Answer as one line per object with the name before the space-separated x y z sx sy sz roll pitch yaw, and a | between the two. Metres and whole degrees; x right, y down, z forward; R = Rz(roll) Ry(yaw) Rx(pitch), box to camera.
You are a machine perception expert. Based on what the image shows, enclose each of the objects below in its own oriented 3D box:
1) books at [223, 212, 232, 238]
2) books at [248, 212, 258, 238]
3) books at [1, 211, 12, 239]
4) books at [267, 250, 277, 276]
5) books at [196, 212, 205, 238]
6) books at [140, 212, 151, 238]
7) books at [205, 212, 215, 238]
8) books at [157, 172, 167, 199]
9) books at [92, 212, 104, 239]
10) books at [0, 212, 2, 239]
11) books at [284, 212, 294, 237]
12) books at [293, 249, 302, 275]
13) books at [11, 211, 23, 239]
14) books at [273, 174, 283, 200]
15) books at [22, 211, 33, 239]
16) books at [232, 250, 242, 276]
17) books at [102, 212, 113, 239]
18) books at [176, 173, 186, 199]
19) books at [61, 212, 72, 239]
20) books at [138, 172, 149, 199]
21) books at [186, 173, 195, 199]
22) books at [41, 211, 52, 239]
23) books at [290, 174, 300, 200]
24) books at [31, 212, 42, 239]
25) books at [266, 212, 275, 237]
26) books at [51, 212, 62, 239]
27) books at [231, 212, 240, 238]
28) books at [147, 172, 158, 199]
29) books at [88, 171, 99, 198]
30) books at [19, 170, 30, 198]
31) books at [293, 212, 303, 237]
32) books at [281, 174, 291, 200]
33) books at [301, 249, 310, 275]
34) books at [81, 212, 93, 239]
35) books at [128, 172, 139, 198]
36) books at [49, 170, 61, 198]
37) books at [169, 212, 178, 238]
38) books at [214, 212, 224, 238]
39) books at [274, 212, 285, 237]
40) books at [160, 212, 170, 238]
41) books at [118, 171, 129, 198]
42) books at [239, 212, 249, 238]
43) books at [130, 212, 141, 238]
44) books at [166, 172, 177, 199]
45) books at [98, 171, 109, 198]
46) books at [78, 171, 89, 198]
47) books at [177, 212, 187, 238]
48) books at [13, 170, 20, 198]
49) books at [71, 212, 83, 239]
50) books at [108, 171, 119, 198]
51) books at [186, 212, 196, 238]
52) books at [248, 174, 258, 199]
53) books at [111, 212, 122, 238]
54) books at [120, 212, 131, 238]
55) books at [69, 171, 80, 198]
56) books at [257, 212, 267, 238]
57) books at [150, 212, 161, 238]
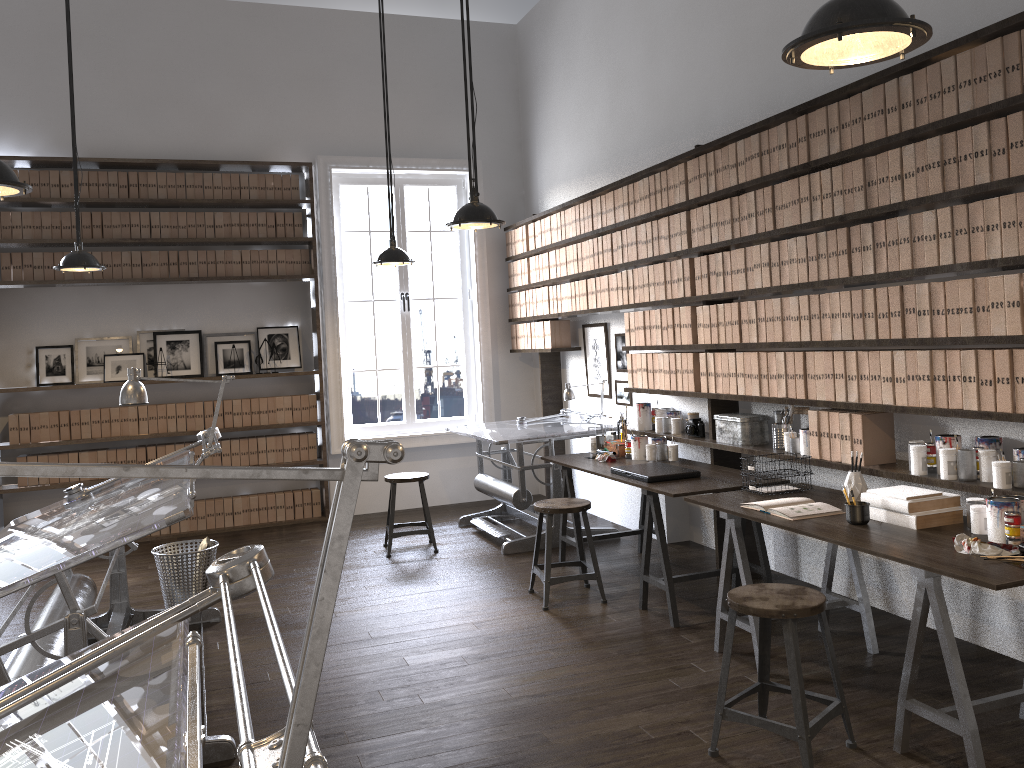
books | -2.361 -1.298 7.333 0.067 0.225 0.174 -3 1 -20
books | -2.169 -1.311 7.404 0.067 0.225 0.174 -3 1 -20
books | -3.861 -1.197 6.788 0.067 0.225 0.174 -3 1 -20
books | -2.022 -1.009 7.447 0.067 0.225 0.174 -3 1 -20
books | -2.554 -1.285 7.263 0.067 0.225 0.174 -3 1 -20
books | -2.944 -1.259 7.119 0.067 0.225 0.174 -3 1 -20
books | -2.487 -1.290 7.283 0.067 0.226 0.174 -3 1 -20
books | -2.829 -1.586 7.169 0.067 0.225 0.174 -3 1 -20
books | -3.270 -1.237 6.999 0.067 0.226 0.174 -3 1 -20
books | -3.927 -1.193 6.766 0.067 0.225 0.174 -3 1 -20
books | -1.896 -1.330 7.504 0.067 0.225 0.174 -3 1 -20
books | -1.833 -1.022 7.517 0.067 0.225 0.174 -3 1 -20
books | -3.794 -1.202 6.809 0.067 0.226 0.174 -3 1 -20
books | -1.984 -1.643 7.479 0.067 0.225 0.174 -3 1 -20
books | -3.726 -1.206 6.835 0.067 0.225 0.174 -3 1 -20
books | -2.287 -0.991 7.351 0.067 0.225 0.174 -3 1 -20
books | -3.202 -1.242 7.029 0.067 0.225 0.174 -3 1 -20
books | -2.699 -1.595 7.218 0.067 0.225 0.174 -3 1 -20
books | -3.475 -1.223 6.929 0.067 0.225 0.174 -3 1 -20
books | -2.960 -1.577 7.125 0.067 0.225 0.174 -3 1 -20
books | -2.629 -1.600 7.242 0.067 0.225 0.174 -3 1 -20
books | -3.603 -1.214 6.877 0.067 0.226 0.174 -3 1 -20
books | -1.849 -1.652 7.523 0.067 0.225 0.174 -3 1 -20
books | -3.668 -1.210 6.858 0.067 0.225 0.174 -3 1 -20
books | -2.036 -1.320 7.453 0.067 0.225 0.174 -3 1 -20
books | -3.542 -1.219 6.905 0.067 0.225 0.174 -3 1 -20
books | -2.297 -1.302 7.351 0.067 0.226 0.174 -3 1 -20
books | -2.896 -1.581 7.141 0.067 0.225 0.174 -3 1 -20
books | -3.300 -1.554 7.001 0.067 0.225 0.174 -3 1 -20
books | -3.749 -1.524 6.834 0.067 0.225 0.174 -3 1 -20
books | -1.824 -1.335 7.527 0.067 0.225 0.174 -3 1 -20
books | -1.917 -1.648 7.503 0.067 0.225 0.174 -3 1 -20
books | -1.767 -1.026 7.542 0.067 0.225 0.174 -3 1 -20
books | -3.342 -1.232 6.978 0.067 0.225 0.174 -3 1 -20
books | -3.028 -1.573 7.094 0.067 0.226 0.174 -3 1 -20
books | -3.551 -1.537 6.904 0.067 0.226 0.174 -3 1 -20
books | -2.748 -1.272 7.192 0.067 0.225 0.174 -3 1 -20
books | -2.420 -1.294 7.310 0.067 0.225 0.174 -3 1 -20
books | -1.964 -1.325 7.473 0.067 0.226 0.174 -3 1 -20
books | -2.806 -1.268 7.169 0.067 0.225 0.174 -3 1 -20
books | -3.100 -1.568 7.074 0.067 0.225 0.174 -3 1 -20
books | -2.236 -1.307 7.380 0.067 0.225 0.174 -3 1 -20
books | -3.011 -1.254 7.091 0.067 0.225 0.174 -3 1 -20
books | -2.765 -1.591 7.196 0.067 0.225 0.174 -3 1 -20
books | -3.233 -1.559 7.025 0.067 0.225 0.174 -3 1 -20
books | -3.361 -1.550 6.972 0.067 0.226 0.174 -3 1 -20
books | -2.684 -1.276 7.211 0.067 0.226 0.174 -3 1 -20
books | -3.816 -1.519 6.806 0.067 0.225 0.174 -3 1 -20
books | -3.408 -1.228 6.950 0.067 0.225 0.174 -3 1 -20
books | -3.166 -1.563 7.045 0.067 0.225 0.174 -3 1 -20
books | -2.621 -1.281 7.241 0.067 0.225 0.174 -3 1 -20
books | -2.168 -1.631 7.409 0.067 0.225 0.174 -3 1 -20
books | -3.140 -1.246 7.049 0.067 0.225 0.174 -3 1 -20
books | -3.079 -1.250 7.067 0.067 0.226 0.174 -3 1 -20
books | -3.426 -1.546 6.954 0.067 0.225 0.174 -3 1 -20
books | -2.101 -1.316 7.424 0.067 0.225 0.174 -3 1 -20
books | -2.874 -1.264 7.143 0.067 0.226 0.174 -3 1 -20
